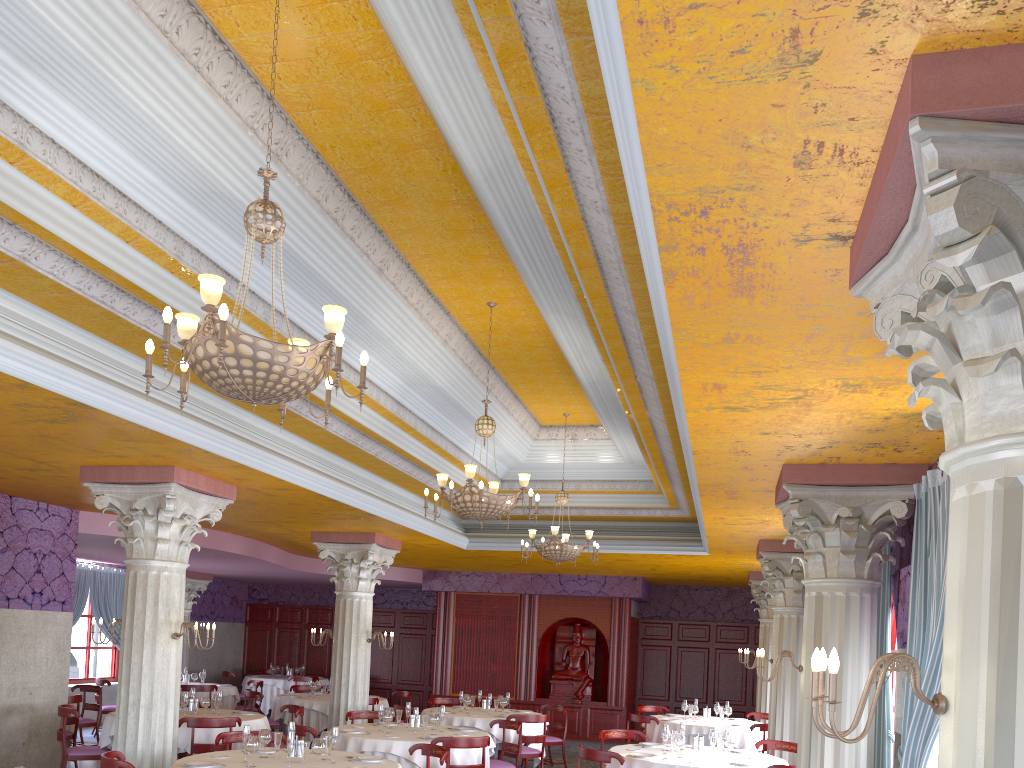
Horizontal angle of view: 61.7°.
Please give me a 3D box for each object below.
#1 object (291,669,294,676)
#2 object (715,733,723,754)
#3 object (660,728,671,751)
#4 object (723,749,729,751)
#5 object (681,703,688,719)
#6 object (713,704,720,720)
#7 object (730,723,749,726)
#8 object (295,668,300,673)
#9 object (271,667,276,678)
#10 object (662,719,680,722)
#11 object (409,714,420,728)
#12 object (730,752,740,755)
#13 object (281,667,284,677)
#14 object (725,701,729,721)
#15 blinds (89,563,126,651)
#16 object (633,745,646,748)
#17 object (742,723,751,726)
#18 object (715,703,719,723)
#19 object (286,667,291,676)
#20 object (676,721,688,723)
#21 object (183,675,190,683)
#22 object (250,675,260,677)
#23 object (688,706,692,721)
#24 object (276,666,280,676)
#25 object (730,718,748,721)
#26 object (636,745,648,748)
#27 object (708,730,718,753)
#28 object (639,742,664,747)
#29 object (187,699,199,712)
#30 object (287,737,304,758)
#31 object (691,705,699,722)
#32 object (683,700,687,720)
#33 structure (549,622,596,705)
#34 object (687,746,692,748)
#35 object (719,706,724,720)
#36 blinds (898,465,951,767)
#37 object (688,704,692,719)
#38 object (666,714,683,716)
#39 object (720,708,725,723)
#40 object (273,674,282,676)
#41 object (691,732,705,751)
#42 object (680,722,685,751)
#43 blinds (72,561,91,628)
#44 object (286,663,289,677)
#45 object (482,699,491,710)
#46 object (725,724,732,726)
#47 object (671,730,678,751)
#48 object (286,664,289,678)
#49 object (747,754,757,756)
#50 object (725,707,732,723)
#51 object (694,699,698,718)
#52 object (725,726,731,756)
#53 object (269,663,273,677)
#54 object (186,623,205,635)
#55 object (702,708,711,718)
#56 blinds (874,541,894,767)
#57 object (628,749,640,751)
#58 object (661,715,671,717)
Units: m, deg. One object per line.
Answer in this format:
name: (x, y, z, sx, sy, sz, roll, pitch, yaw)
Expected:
object: (-5.339, 7.030, 20.797, 0.086, 0.233, 0.087, 3, -4, -6)
object: (2.388, 4.146, 9.872, 0.086, 0.233, 0.087, 0, -5, 39)
object: (1.781, 4.121, 9.929, 0.122, 0.259, 0.125, 0, -5, 28)
object: (2.599, 4.370, 10.229, 0.260, 0.019, 0.056, 11, -17, -26)
object: (2.936, 5.557, 14.570, 0.122, 0.259, 0.125, 0, -5, 28)
object: (3.498, 5.599, 14.621, 0.122, 0.259, 0.125, 2, -5, 6)
object: (3.636, 5.437, 13.656, 0.313, 0.023, 0.326, -1, -17, 14)
object: (-5.230, 7.035, 20.842, 0.122, 0.259, 0.125, 0, -5, 28)
object: (-5.792, 6.993, 20.791, 0.124, 0.259, 0.123, 6, -6, -39)
object: (2.584, 5.463, 13.914, 0.313, 0.023, 0.326, -1, -17, 14)
object: (-1.216, 4.203, 10.732, 0.144, 0.208, 0.073, 3, -3, -6)
object: (2.584, 4.286, 9.936, 0.030, 0.010, 0.142, 10, -18, -26)
object: (-5.737, 7.190, 21.398, 0.086, 0.233, 0.087, 3, -4, -6)
object: (3.618, 5.506, 14.408, 0.075, 0.330, 0.074, 5, -3, -39)
blinds: (-8.339, 5.519, 18.119, 0.244, 3.271, 1.875, 2, -5, 13)
object: (1.524, 4.306, 10.188, 0.055, 0.019, 0.264, 10, -18, -24)
object: (3.797, 5.488, 13.793, 0.055, 0.019, 0.264, 10, -18, -24)
object: (3.338, 5.354, 13.942, 0.075, 0.330, 0.074, 5, -3, -39)
object: (-5.505, 7.108, 21.178, 0.144, 0.208, 0.073, 3, -3, -6)
object: (2.721, 5.424, 13.752, 0.260, 0.019, 0.056, 11, -17, -26)
object: (-6.374, 5.754, 16.771, 0.144, 0.208, 0.073, 3, -3, -6)
object: (-6.197, 7.064, 20.697, 0.313, 0.023, 0.326, 4, -17, -5)
object: (2.943, 5.435, 14.115, 0.086, 0.233, 0.087, 3, -4, -6)
object: (-5.844, 7.158, 21.353, 0.124, 0.259, 0.123, 6, -6, -39)
object: (3.892, 5.762, 14.708, 0.313, 0.023, 0.326, -1, -17, 14)
object: (1.555, 4.323, 10.210, 0.022, 0.003, 0.259, 12, -19, -29)
object: (2.343, 4.163, 9.981, 0.122, 0.259, 0.125, 2, -5, 6)
object: (1.685, 4.353, 10.326, 0.315, 0.023, 0.324, 7, -17, -15)
object: (-4.261, 4.275, 11.464, 0.144, 0.208, 0.073, 3, -3, -6)
object: (-1.955, 3.284, 7.764, 0.144, 0.208, 0.073, 3, -3, -6)
object: (2.988, 5.392, 14.007, 0.123, 0.259, 0.124, 4, -5, -17)
object: (2.872, 5.415, 14.223, 0.075, 0.330, 0.074, 5, -3, -39)
structure: (1.343, 6.249, 19.233, 0.963, 1.815, 0.654, 1, -4, 14)
object: (2.195, 4.393, 10.355, 0.161, 0.009, 0.163, -13, -23, 42)
object: (3.543, 5.582, 14.512, 0.086, 0.233, 0.087, 0, -5, 39)
blinds: (2.749, 2.210, 5.571, 0.244, 3.457, 1.745, 2, -5, 16)
object: (3.044, 5.589, 14.614, 0.086, 0.233, 0.087, 3, -4, -6)
object: (2.840, 5.789, 14.966, 0.313, 0.023, 0.326, -1, -17, 14)
object: (3.442, 5.429, 14.014, 0.086, 0.233, 0.087, 3, -4, -6)
object: (-5.941, 7.390, 21.750, 0.313, 0.023, 0.326, 4, -17, -5)
object: (2.121, 4.070, 9.754, 0.144, 0.208, 0.073, 3, -3, -6)
object: (1.997, 4.131, 10.048, 0.074, 0.330, 0.074, 3, -3, -17)
blinds: (-8.792, 4.956, 16.298, 0.244, 3.270, 2.007, 2, -6, 16)
object: (-5.628, 7.168, 21.472, 0.074, 0.330, 0.075, 3, -2, 6)
object: (-0.415, 5.199, 13.950, 0.144, 0.208, 0.073, 3, -3, -6)
object: (3.467, 5.412, 13.580, 0.028, 0.013, 0.238, 10, -18, -28)
object: (1.889, 4.152, 9.974, 0.085, 0.233, 0.087, 2, -4, 17)
object: (-5.443, 6.955, 20.725, 0.074, 0.330, 0.075, 3, -2, 6)
object: (2.813, 4.285, 9.899, 0.236, 0.013, 0.028, 13, -17, -30)
object: (3.550, 5.434, 14.059, 0.122, 0.259, 0.125, 0, -5, 28)
object: (3.152, 5.567, 14.689, 0.075, 0.330, 0.074, 5, -3, -39)
object: (2.463, 4.069, 9.767, 0.074, 0.330, 0.075, 3, -2, 6)
object: (-5.909, 7.016, 21.006, 0.074, 0.330, 0.075, 3, -2, 6)
object: (-5.187, 5.552, 17.546, 5.737, 1.162, 0.358, -12, -12, 42)
object: (3.276, 5.507, 14.394, 0.144, 0.208, 0.073, 3, -3, -6)
blinds: (3.424, 3.051, 8.285, 0.244, 3.457, 1.745, 2, -5, 13)
object: (1.401, 4.198, 9.825, 0.158, 0.009, 0.165, -1, -17, 14)
object: (2.679, 5.743, 14.828, 0.055, 0.019, 0.264, 10, -18, -24)
